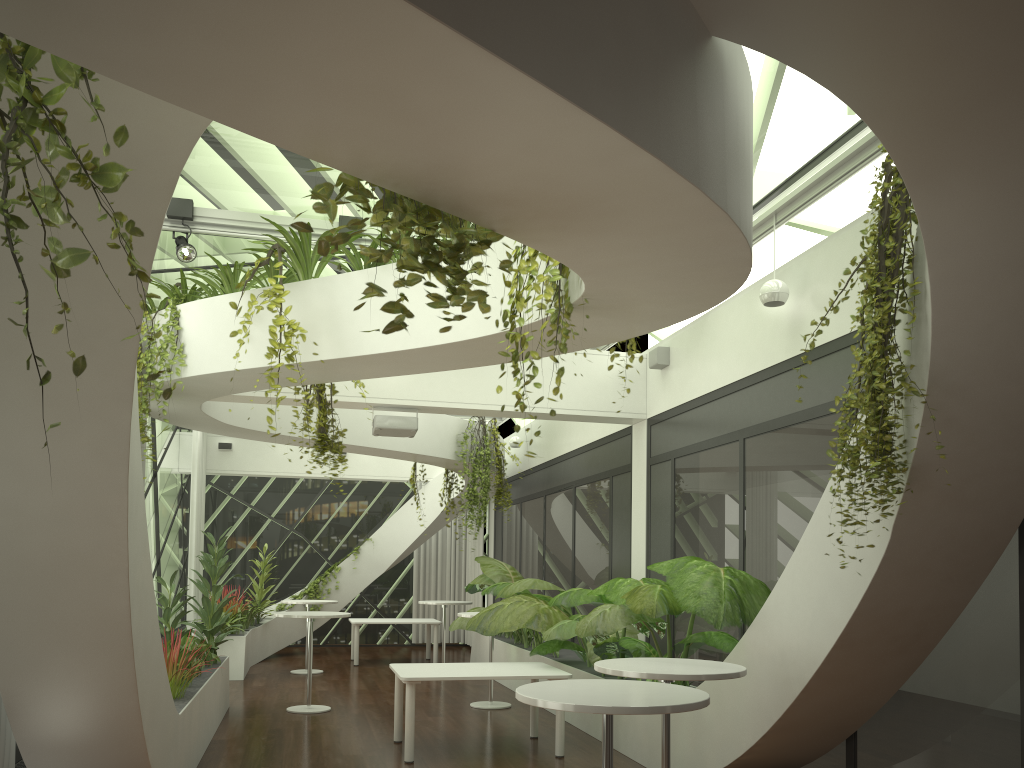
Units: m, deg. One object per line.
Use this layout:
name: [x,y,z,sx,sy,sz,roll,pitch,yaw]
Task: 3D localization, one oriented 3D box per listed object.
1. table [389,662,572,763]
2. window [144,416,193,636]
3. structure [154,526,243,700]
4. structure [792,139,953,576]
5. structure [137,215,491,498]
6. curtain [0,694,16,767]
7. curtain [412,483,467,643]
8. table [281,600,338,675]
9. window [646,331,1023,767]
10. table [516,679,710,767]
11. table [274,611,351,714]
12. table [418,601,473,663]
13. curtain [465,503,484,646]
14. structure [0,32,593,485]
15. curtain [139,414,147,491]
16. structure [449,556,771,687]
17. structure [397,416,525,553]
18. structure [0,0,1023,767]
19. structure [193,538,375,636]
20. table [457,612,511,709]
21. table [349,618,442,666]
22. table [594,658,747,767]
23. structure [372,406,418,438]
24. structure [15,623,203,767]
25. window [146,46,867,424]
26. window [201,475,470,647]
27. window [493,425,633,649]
table: [-0.319,2.947,7.934,1.503,0.710,1.085,3,-9,-13]
window: [-4.373,1.188,9.114,0.084,4.573,17.039,1,-11,-13]
structure: [-2.939,2.021,7.935,0.855,1.577,3.382,2,-10,-14]
structure: [1.757,-0.170,4.004,0.615,2.095,1.078,1,-5,-1]
structure: [-1.762,0.091,6.847,4.656,2.290,1.459,-8,-10,40]
curtain: [-2.889,0.527,4.826,0.209,4.137,1.097,1,-3,-13]
curtain: [-1.423,3.312,18.128,1.232,4.049,0.161,2,-3,-15]
table: [-3.115,3.876,13.420,0.857,1.085,0.868,-2,-7,21]
window: [2.268,1.272,5.811,0.050,3.197,7.213,1,-10,-13]
table: [0.436,1.913,3.878,0.859,1.085,0.865,4,-7,-28]
table: [-2.278,3.154,9.941,0.857,1.085,0.868,-2,-7,21]
table: [-1.067,4.010,13.911,0.857,1.085,0.868,-2,-7,21]
curtain: [-0.726,3.184,17.471,0.160,4.049,1.008,2,-3,-15]
structure: [-0.509,-0.459,2.971,1.236,1.836,3.244,-4,-11,42]
curtain: [-3.936,1.341,8.966,0.160,4.049,1.054,2,-3,-14]
structure: [0.182,2.793,9.953,1.785,1.692,9.052,3,-12,-13]
structure: [-0.765,1.409,12.682,1.443,2.051,1.651,-4,-8,41]
structure: [-0.617,1.061,5.192,5.921,4.163,24.800,2,-12,-7]
structure: [-4.225,3.308,14.595,2.034,1.648,4.853,-2,-11,18]
table: [-0.229,3.288,10.431,0.857,1.085,0.868,-2,-7,21]
table: [-2.024,4.418,15.020,1.503,0.710,1.085,3,-9,-13]
table: [0.894,2.155,4.992,0.859,1.085,0.865,4,-7,-28]
structure: [-1.193,0.386,8.908,0.463,0.273,0.394,3,-9,-13]
structure: [-4.413,3.374,9.730,0.259,0.496,15.394,2,-12,-13]
window: [-1.587,-0.902,9.888,5.696,0.054,17.006,4,-12,-13]
window: [-3.542,3.053,17.869,5.746,4.599,0.038,3,-3,-13]
window: [0.509,2.789,13.118,0.050,3.197,7.304,1,-10,-13]
